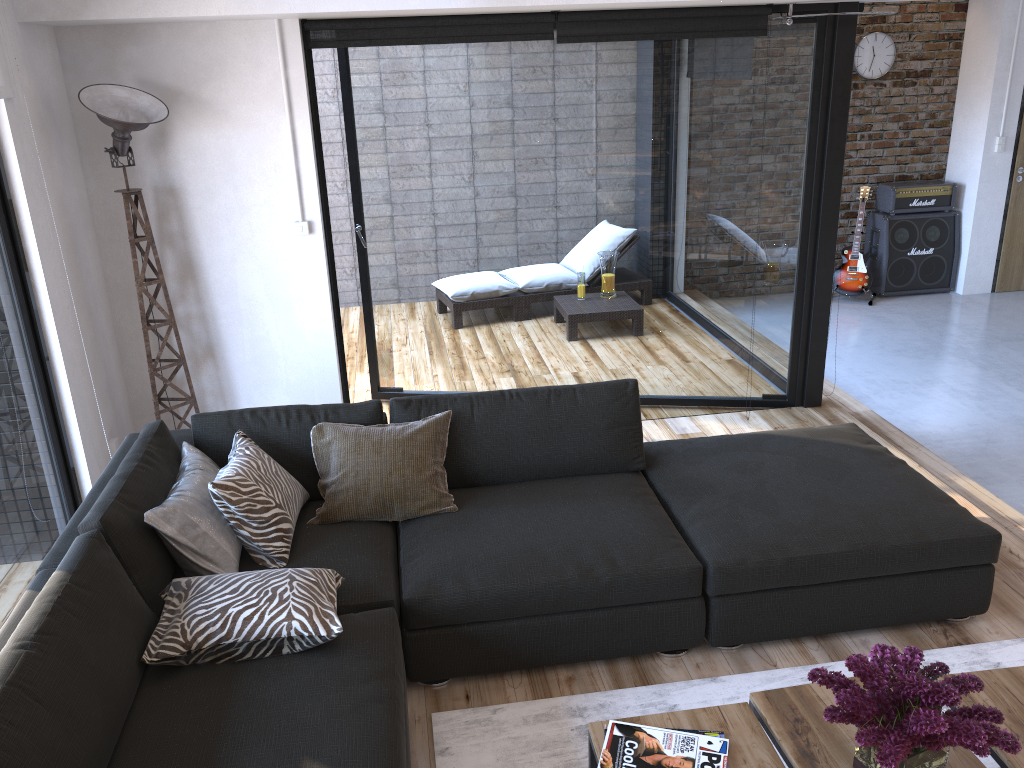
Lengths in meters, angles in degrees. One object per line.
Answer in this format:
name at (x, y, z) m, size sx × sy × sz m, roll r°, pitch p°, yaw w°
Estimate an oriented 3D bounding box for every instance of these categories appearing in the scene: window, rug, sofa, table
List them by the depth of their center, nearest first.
window at (0.268, -0.965, 0.458) m, size 5.662 × 5.595 × 13.332 m, roll -5°, pitch 20°, yaw -7°
table at (0.874, 1.026, 1.991) m, size 1.298 × 0.352 × 0.694 m, roll -5°, pitch 20°, yaw -7°
rug at (0.916, 1.186, 2.063) m, size 2.113 × 0.003 × 1.629 m, roll -5°, pitch 20°, yaw -7°
sofa at (0.218, 0.774, 2.245) m, size 2.998 × 0.704 × 3.029 m, roll -5°, pitch 20°, yaw -7°
window at (0.331, -0.849, 4.760) m, size 2.448 × 2.061 × 0.100 m, roll 1°, pitch 21°, yaw 9°

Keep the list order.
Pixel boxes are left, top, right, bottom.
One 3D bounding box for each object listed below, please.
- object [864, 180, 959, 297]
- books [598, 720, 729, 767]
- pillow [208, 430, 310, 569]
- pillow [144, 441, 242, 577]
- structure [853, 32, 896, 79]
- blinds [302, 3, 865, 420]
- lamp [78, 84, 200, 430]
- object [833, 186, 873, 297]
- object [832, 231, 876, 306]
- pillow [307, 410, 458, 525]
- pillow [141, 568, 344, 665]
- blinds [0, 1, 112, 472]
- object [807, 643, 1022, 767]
object at (3.501, -1.279, 7.749) m, size 0.696 × 0.941 × 0.356 m, roll -5°, pitch 21°, yaw -7°
books at (0.345, 0.848, 2.002) m, size 0.295 × 0.013 × 0.227 m, roll 2°, pitch 21°, yaw 13°
pillow at (-0.848, 0.361, 2.966) m, size 0.250 × 0.316 × 0.529 m, roll -3°, pitch 20°, yaw -3°
pillow at (-0.993, 0.417, 2.895) m, size 0.234 × 0.295 × 0.608 m, roll -5°, pitch 20°, yaw -6°
structure at (2.994, -2.716, 7.339) m, size 0.360 × 0.362 × 0.040 m, roll -5°, pitch 21°, yaw -7°
blinds at (0.972, -1.009, 5.085) m, size 1.826 × 2.062 × 3.847 m, roll 12°, pitch 25°, yaw 34°
lamp at (-1.337, -0.202, 3.457) m, size 0.424 × 1.836 × 1.462 m, roll -11°, pitch 22°, yaw -21°
object at (2.985, -1.230, 7.651) m, size 0.330 × 0.878 × 0.522 m, roll 8°, pitch 23°, yaw 25°
object at (2.935, -1.012, 7.616) m, size 0.389 × 0.591 × 0.329 m, roll 8°, pitch 23°, yaw 25°
pillow at (-0.466, 0.306, 3.162) m, size 0.547 × 0.311 × 0.271 m, roll -5°, pitch 21°, yaw -7°
pillow at (-0.739, 0.647, 2.482) m, size 0.530 × 0.178 × 0.354 m, roll -6°, pitch 20°, yaw -9°
blinds at (-1.345, 0.466, 0.978) m, size 0.095 × 2.054 × 5.343 m, roll -5°, pitch 20°, yaw -7°
object at (0.838, 0.697, 1.883) m, size 0.375 × 0.344 × 0.340 m, roll -4°, pitch 20°, yaw -6°
